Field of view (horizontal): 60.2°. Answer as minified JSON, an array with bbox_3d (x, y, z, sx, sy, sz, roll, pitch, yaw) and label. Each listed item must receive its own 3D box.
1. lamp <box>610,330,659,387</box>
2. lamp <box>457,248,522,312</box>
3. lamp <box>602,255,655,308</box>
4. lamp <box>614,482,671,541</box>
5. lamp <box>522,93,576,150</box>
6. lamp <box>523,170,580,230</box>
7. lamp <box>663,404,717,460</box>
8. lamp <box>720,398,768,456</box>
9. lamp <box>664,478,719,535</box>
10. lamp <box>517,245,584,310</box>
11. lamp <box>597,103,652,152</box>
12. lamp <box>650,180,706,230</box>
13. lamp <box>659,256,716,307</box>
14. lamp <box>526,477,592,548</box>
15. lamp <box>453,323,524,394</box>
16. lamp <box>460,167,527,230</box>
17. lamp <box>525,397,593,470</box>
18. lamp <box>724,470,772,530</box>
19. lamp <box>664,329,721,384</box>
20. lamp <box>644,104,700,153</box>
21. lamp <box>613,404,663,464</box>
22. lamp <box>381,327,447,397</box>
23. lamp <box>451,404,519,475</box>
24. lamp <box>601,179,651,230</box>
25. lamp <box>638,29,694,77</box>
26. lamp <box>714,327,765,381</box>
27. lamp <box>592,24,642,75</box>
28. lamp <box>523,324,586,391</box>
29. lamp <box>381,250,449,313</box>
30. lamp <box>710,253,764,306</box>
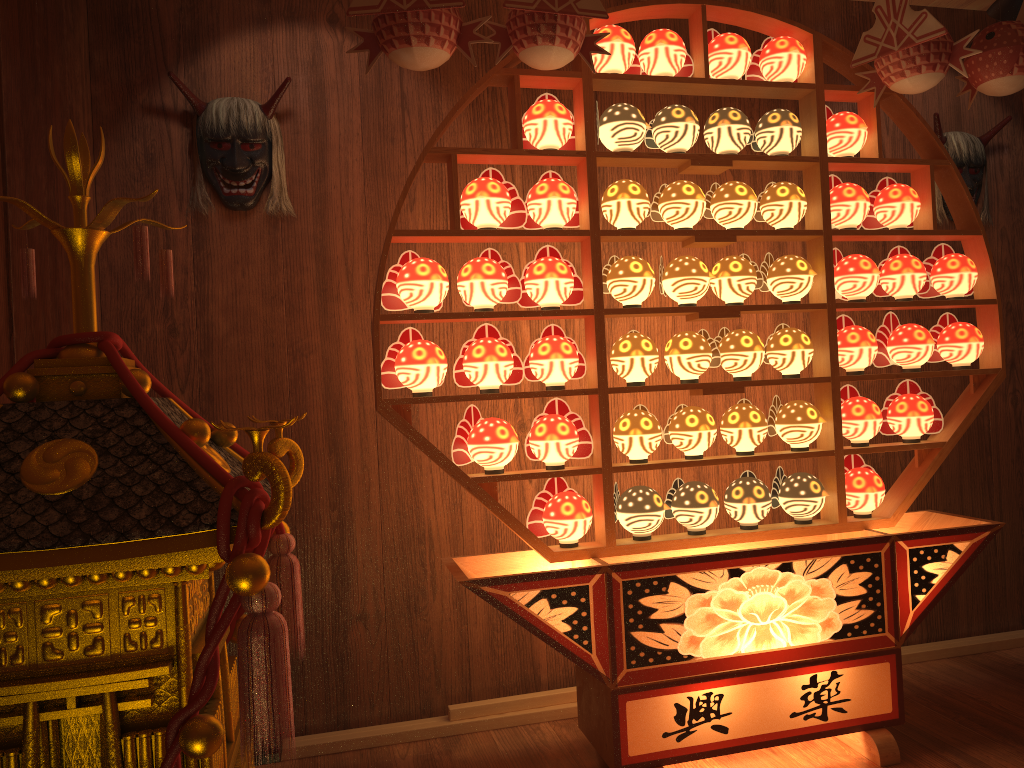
[{"bbox_3d":[0.351,-0.077,2.531,0.138,0.167,0.158,-3,-1,7],"label":"lamp"},{"bbox_3d":[-0.084,-0.289,2.420,0.178,0.191,0.160,-3,-1,16],"label":"lamp"},{"bbox_3d":[0.346,-0.297,2.531,0.144,0.167,0.152,-3,-1,-33],"label":"lamp"},{"bbox_3d":[0.378,0.362,2.534,0.154,0.167,0.142,-3,-1,16],"label":"lamp"},{"bbox_3d":[0.100,-0.743,2.477,0.200,0.200,0.157,-3,-1,1],"label":"lamp"},{"bbox_3d":[0.111,-0.521,2.475,0.189,0.195,0.157,-3,-1,1],"label":"lamp"},{"bbox_3d":[0.530,0.138,2.574,0.141,0.161,0.154,-3,-1,-13],"label":"lamp"},{"bbox_3d":[0.687,0.128,2.620,0.137,0.167,0.160,-3,-1,17],"label":"lamp"},{"bbox_3d":[0.540,0.357,2.573,0.144,0.161,0.152,-3,-1,-33],"label":"lamp"},{"bbox_3d":[0.103,-0.302,2.468,0.200,0.200,0.157,-3,-1,1],"label":"lamp"},{"bbox_3d":[0.326,-0.737,2.551,0.157,0.167,0.139,-3,-1,1],"label":"lamp"},{"bbox_3d":[0.503,-0.522,2.583,0.144,0.161,0.152,-3,-1,-33],"label":"lamp"},{"bbox_3d":[0.519,-0.302,2.587,0.154,0.161,0.142,-3,-1,16],"label":"lamp"},{"bbox_3d":[0.158,0.357,2.471,0.200,0.197,0.153,-3,-1,-24],"label":"lamp"},{"bbox_3d":[-0.066,-0.074,2.417,0.201,0.200,0.156,-3,-1,-4],"label":"lamp"},{"bbox_3d":[-0.075,-0.514,2.428,0.198,0.200,0.159,-3,-1,11],"label":"lamp"},{"bbox_3d":[0.114,0.138,2.460,0.198,0.200,0.159,-3,-1,11],"label":"lamp"},{"bbox_3d":[0.698,0.347,2.619,0.137,0.167,0.160,-3,-1,17],"label":"lamp"},{"bbox_3d":[0.508,-0.081,2.582,0.162,0.161,0.134,-2,-1,-38],"label":"lamp"},{"bbox_3d":[0.482,-0.742,2.581,0.143,0.161,0.153,-3,-1,-23],"label":"lamp"},{"bbox_3d":[0.357,0.143,2.530,0.137,0.167,0.160,-3,-1,17],"label":"lamp"},{"bbox_3d":[-0.241,-0.063,2.369,0.195,0.195,0.152,-3,-1,-29],"label":"lamp"},{"bbox_3d":[-0.046,0.149,2.424,0.152,0.194,0.192,-3,-1,37],"label":"lamp"},{"bbox_3d":[0.324,-0.517,2.536,0.137,0.167,0.160,-3,-1,17],"label":"lamp"},{"bbox_3d":[0.434,-0.969,2.577,0.166,0.179,0.160,-3,-1,17],"label":"lamp"},{"bbox_3d":[0.685,-0.093,2.622,0.143,0.167,0.152,-3,-1,-28],"label":"lamp"},{"bbox_3d":[0.284,-0.972,2.532,0.201,0.200,0.156,-3,-1,-4],"label":"lamp"},{"bbox_3d":[0.116,-0.078,2.467,0.182,0.192,0.157,-3,-1,1],"label":"lamp"},{"bbox_3d":[-0.237,-0.279,2.376,0.195,0.187,0.152,-2,-1,-34],"label":"lamp"},{"bbox_3d":[0.654,-0.312,2.630,0.134,0.167,0.162,-3,-1,42],"label":"lamp"}]
